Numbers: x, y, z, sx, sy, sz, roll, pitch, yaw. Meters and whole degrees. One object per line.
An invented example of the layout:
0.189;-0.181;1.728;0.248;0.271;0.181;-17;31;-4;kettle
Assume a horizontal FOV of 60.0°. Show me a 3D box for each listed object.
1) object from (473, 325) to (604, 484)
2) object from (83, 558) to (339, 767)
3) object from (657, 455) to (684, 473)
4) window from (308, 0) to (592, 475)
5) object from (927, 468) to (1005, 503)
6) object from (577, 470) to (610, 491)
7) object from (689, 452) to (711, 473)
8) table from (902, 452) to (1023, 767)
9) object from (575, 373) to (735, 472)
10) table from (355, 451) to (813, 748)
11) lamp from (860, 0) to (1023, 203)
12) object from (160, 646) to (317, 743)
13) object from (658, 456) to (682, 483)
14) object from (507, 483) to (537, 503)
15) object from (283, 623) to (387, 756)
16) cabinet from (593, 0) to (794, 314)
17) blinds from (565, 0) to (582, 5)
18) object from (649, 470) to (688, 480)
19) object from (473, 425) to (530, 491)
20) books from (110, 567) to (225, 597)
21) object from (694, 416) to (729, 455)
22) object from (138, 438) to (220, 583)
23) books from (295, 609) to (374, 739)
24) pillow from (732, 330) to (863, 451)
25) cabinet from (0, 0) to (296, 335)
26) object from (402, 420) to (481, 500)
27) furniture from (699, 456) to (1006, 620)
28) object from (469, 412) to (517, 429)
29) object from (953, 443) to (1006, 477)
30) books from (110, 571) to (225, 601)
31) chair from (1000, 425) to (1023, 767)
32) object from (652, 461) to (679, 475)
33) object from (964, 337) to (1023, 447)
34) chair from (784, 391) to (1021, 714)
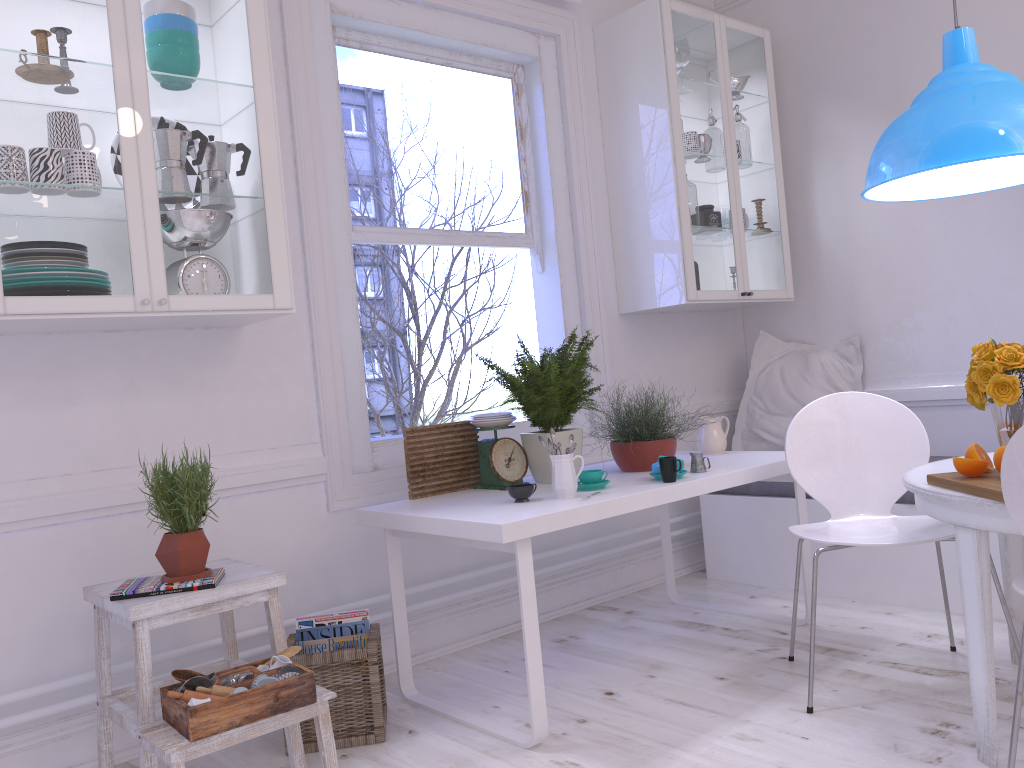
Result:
0.127;0.072;3.034;0.438;0.527;0.368;-6;0;-40;object
-0.783;0.778;2.275;0.418;0.534;0.599;-6;0;-40;object
0.509;0.259;2.860;0.082;0.059;0.069;-5;0;28;object
-0.256;-0.601;3.613;1.234;1.782;0.181;-6;0;-40;window
1.137;0.226;2.022;0.224;0.024;0.347;-5;0;0;object
0.246;0.299;2.767;0.121;0.055;0.121;-5;0;0;object
0.620;0.258;2.942;0.066;0.067;0.052;-5;0;-39;object
1.583;0.512;2.126;1.140;0.629;1.140;-5;0;-11;table
0.471;0.138;3.191;0.668;0.367;0.531;-5;0;-15;object
0.343;0.628;3.014;1.514;0.619;0.736;-6;0;-40;table
1.170;-1.529;2.427;0.568;1.948;0.568;-5;0;-6;lamp
-0.643;0.725;2.126;0.358;0.110;0.211;-5;0;-38;object
0.488;0.266;2.748;0.055;0.077;0.070;-5;0;-14;object
0.029;0.324;2.625;0.082;0.048;0.079;-5;0;10;object
-0.519;0.886;2.605;0.276;0.270;0.276;-5;0;-7;object
0.877;-1.014;4.149;0.823;1.311;0.425;-6;0;-40;cabinet
-0.243;-1.675;3.458;1.451;0.131;0.136;-6;0;-40;blinds
0.502;0.293;2.840;0.121;0.021;0.121;-5;0;0;object
-0.042;0.250;3.031;0.159;0.208;0.185;-6;0;-40;object
-0.872;0.504;2.263;0.246;0.007;0.180;-5;0;-10;books
0.785;0.198;3.491;0.115;0.152;0.127;-5;0;32;object
-0.843;0.312;2.288;0.196;0.367;0.186;-5;0;5;object
-0.523;0.853;2.618;0.221;0.306;0.205;-5;0;-7;books
1.376;0.042;4.277;0.677;0.642;0.374;-5;0;20;pillow
-1.119;-0.822;2.464;0.823;1.311;0.425;-6;0;-40;cabinet
-0.230;0.253;3.012;0.294;0.237;0.028;-6;0;-40;object
2.164;0.516;2.990;0.769;0.508;3.296;-6;0;-40;furniture
-0.064;0.124;3.035;0.164;0.047;0.163;-5;0;9;object
1.110;0.179;2.035;0.129;0.075;0.285;-5;0;-4;object
-0.871;0.513;2.263;0.246;0.011;0.180;-5;0;-10;books
1.294;0.433;1.765;0.483;0.845;0.604;-6;0;-40;chair
0.490;0.268;2.827;0.080;0.058;0.069;-5;0;23;object
1.264;0.049;2.206;0.235;0.351;0.234;-5;0;15;object
1.088;0.449;2.626;0.604;0.845;0.483;-5;0;5;chair
